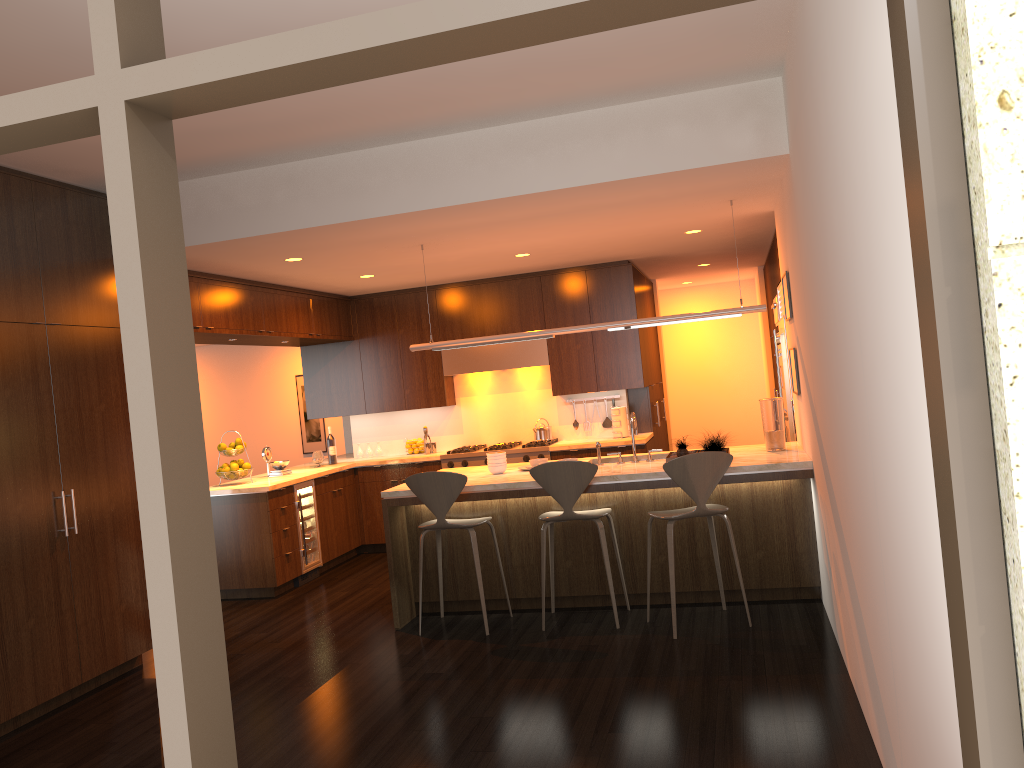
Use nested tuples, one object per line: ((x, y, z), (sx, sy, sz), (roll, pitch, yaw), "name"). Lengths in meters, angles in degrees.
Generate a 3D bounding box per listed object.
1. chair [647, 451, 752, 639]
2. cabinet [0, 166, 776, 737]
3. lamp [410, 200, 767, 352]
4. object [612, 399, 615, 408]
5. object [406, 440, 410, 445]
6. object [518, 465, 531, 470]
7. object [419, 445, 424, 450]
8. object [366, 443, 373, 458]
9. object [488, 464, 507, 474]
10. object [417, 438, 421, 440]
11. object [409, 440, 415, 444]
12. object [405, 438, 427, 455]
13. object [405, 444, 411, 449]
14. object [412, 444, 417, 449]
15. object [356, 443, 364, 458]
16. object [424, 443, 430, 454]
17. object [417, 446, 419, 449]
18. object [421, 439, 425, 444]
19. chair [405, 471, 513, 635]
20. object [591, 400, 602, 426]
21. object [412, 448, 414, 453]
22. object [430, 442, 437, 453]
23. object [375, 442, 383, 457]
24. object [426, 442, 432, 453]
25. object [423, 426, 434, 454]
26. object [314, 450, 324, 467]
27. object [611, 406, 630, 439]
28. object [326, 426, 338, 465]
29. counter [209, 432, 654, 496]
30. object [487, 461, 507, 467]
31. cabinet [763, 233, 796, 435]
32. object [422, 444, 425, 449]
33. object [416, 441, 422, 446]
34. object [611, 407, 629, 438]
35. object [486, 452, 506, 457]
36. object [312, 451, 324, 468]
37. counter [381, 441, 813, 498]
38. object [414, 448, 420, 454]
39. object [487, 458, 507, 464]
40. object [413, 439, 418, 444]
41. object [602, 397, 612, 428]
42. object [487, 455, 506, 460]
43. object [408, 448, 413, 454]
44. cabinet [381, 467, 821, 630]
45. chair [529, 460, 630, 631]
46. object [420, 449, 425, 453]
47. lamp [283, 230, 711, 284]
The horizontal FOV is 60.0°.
((1.075, 0.910, 5.246), (0.520, 1.047, 0.506), (-6, 0, -11), "chair")
((0.026, 0.032, 6.990), (5.521, 2.997, 7.728), (-6, 0, 14), "cabinet")
((0.437, -0.722, 6.094), (2.465, 0.765, 0.120), (-6, 0, 14), "lamp")
((1.006, 0.290, 8.699), (0.063, 0.281, 0.063), (-6, 0, -8), "object")
((-1.060, 0.601, 9.088), (0.057, 0.060, 0.052), (-6, 0, 35), "object")
((0.195, 0.593, 6.319), (0.310, 0.021, 0.309), (-6, 0, 14), "object")
((-0.924, 0.653, 9.034), (0.052, 0.054, 0.061), (-6, 0, 24), "object")
((-1.495, 0.691, 9.272), (0.079, 0.154, 0.079), (-6, 0, -3), "object")
((-0.100, 0.603, 6.249), (0.140, 0.059, 0.139), (-6, 0, 6), "object")
((-0.953, 0.584, 9.168), (0.050, 0.060, 0.059), (-6, 0, -43), "object")
((-1.022, 0.593, 9.051), (0.063, 0.051, 0.053), (-6, 0, 5), "object")
((-0.983, 0.629, 9.111), (0.207, 0.175, 0.189), (-6, 0, 12), "object")
((-1.059, 0.641, 9.060), (0.063, 0.051, 0.053), (-6, 0, 16), "object")
((-0.997, 0.636, 9.054), (0.052, 0.053, 0.062), (-6, 0, 19), "object")
((-1.598, 0.701, 9.301), (0.079, 0.154, 0.079), (-6, 0, -3), "object")
((-0.847, 0.650, 8.877), (0.060, 0.106, 0.060), (-6, 0, -44), "object")
((-0.945, 0.644, 9.100), (0.051, 0.053, 0.062), (-6, 0, -35), "object")
((-0.923, 0.595, 9.107), (0.051, 0.053, 0.063), (-6, 0, -30), "object")
((-0.370, 1.055, 5.729), (0.520, 1.047, 0.506), (-6, 0, 19), "chair")
((0.823, 0.286, 8.745), (0.114, 0.271, 0.008), (-6, 0, 14), "object")
((-1.036, 0.691, 9.173), (0.053, 0.053, 0.061), (-6, 0, 2), "object")
((-0.789, 0.644, 8.944), (0.060, 0.106, 0.060), (-6, 0, -44), "object")
((-1.389, 0.680, 9.243), (0.079, 0.154, 0.079), (-6, 0, -3), "object")
((-0.844, 0.649, 8.996), (0.060, 0.106, 0.060), (-6, 0, -44), "object")
((-0.866, 0.561, 8.887), (0.088, 0.288, 0.101), (-6, 0, 44), "object")
((-1.909, 0.735, 8.750), (0.112, 0.151, 0.112), (-6, 0, 32), "object")
((1.025, 0.363, 8.479), (0.168, 0.304, 0.160), (-6, 0, -32), "object")
((-1.791, 0.609, 8.789), (0.094, 0.378, 0.095), (-6, 0, 40), "object")
((-0.559, 0.694, 8.369), (3.616, 0.038, 3.187), (-6, 0, 14), "counter")
((-0.102, 0.579, 6.249), (0.140, 0.068, 0.139), (-6, 0, -3), "object")
((2.841, -0.025, 8.243), (0.690, 2.540, 3.924), (-6, 0, 14), "cabinet")
((-0.914, 0.645, 9.103), (0.051, 0.055, 0.061), (-6, 0, 26), "object")
((-0.946, 0.609, 9.054), (0.061, 0.052, 0.053), (-6, 0, -30), "object")
((1.030, 0.364, 8.470), (0.144, 0.286, 0.149), (-6, 0, -4), "object")
((-0.109, 0.514, 6.249), (0.140, 0.062, 0.139), (-6, 0, 23), "object")
((-1.883, 0.733, 8.599), (0.112, 0.151, 0.112), (-6, 0, 32), "object")
((0.601, 0.581, 6.123), (2.711, 0.038, 1.280), (-6, 0, 14), "counter")
((-0.974, 0.685, 9.054), (0.064, 0.063, 0.074), (-6, 0, -22), "object")
((-0.104, 0.557, 6.248), (0.140, 0.062, 0.139), (-6, 0, 14), "object")
((-0.994, 0.587, 9.104), (0.051, 0.053, 0.063), (-6, 0, -41), "object")
((0.934, 0.282, 8.734), (0.112, 0.303, 0.036), (-6, 0, 14), "object")
((-0.107, 0.535, 6.248), (0.140, 0.064, 0.139), (-6, 0, -12), "object")
((-1.035, 0.685, 9.056), (0.060, 0.057, 0.052), (-6, 0, -41), "object")
((0.647, 1.036, 6.124), (2.713, 0.876, 1.281), (-6, 0, 14), "cabinet")
((0.404, 0.977, 5.575), (0.520, 1.047, 0.506), (-6, 0, 14), "chair")
((-0.919, 0.681, 9.075), (0.051, 0.053, 0.063), (-6, 0, -35), "object")
((-6.052, -0.545, 10.504), (16.431, 0.171, 5.868), (-6, 0, 14), "lamp")
